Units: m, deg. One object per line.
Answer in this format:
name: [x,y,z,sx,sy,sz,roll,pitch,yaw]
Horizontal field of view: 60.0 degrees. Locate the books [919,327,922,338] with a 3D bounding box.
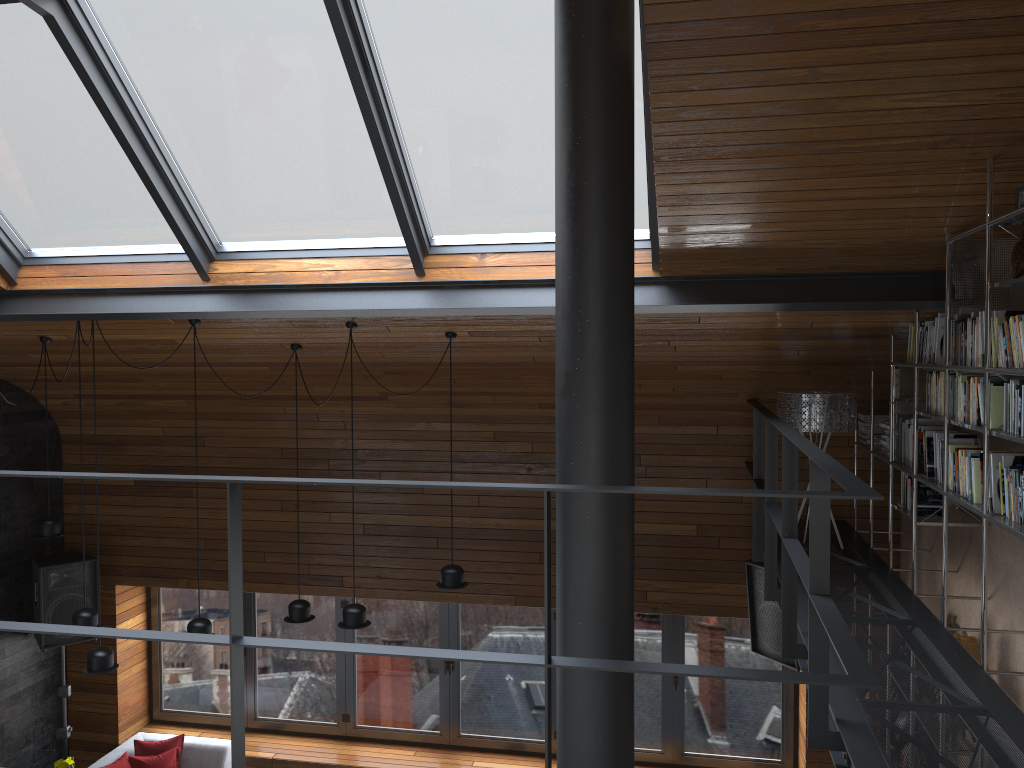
books: [2.255,-0.209,4.769,0.127,0.197,0.063,0,2,11]

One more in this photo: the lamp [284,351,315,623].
lamp: [-1.455,0.602,6.018,0.210,2.002,0.210,-2,3,-41]

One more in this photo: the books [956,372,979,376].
books: [2.154,0.051,4.147,0.143,0.218,0.020,0,2,11]

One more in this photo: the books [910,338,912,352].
books: [2.307,-0.214,4.974,0.131,0.178,0.057,0,2,11]

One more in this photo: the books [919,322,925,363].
books: [2.259,-0.218,4.715,0.161,0.220,0.074,0,2,11]

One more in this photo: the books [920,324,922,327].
books: [2.285,-0.219,4.781,0.177,0.214,0.064,0,2,12]

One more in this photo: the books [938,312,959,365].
books: [2.222,-0.230,4.480,0.143,0.264,0.088,0,2,11]

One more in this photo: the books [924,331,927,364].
books: [2.217,-0.192,4.633,0.112,0.173,0.054,0,2,11]

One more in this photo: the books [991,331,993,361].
books: [2.026,-0.157,3.612,0.131,0.180,0.042,0,2,11]

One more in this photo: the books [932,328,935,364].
books: [2.209,-0.202,4.512,0.123,0.201,0.071,0,2,11]

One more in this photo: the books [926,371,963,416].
books: [2.182,0.042,4.439,0.130,0.216,0.311,0,2,11]

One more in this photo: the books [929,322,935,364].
books: [2.214,-0.210,4.540,0.133,0.215,0.070,0,2,12]

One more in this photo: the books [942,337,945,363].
books: [2.174,-0.189,4.320,0.131,0.178,0.057,0,2,11]

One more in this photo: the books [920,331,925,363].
books: [2.221,-0.193,4.678,0.111,0.171,0.056,0,2,11]

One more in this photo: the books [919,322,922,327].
books: [2.284,-0.226,4.834,0.129,0.226,0.069,0,2,11]

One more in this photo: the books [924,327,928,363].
books: [2.226,-0.202,4.614,0.138,0.189,0.065,0,2,11]

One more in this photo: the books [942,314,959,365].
books: [2.214,-0.218,4.340,0.191,0.249,0.077,0,2,12]

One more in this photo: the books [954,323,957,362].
books: [2.138,-0.189,4.128,0.148,0.206,0.018,0,2,11]

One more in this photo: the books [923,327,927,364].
books: [2.215,-0.203,4.639,0.111,0.194,0.059,0,2,11]

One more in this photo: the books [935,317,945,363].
books: [2.168,-0.216,4.362,0.148,0.229,0.073,0,2,11]

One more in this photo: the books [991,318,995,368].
books: [2.030,-0.168,3.601,0.149,0.205,0.049,0,2,11]

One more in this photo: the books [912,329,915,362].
books: [2.310,-0.228,4.913,0.160,0.228,0.080,0,2,11]

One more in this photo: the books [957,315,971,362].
books: [2.119,-0.200,4.086,0.129,0.231,0.010,0,2,11]

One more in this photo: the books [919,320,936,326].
books: [2.284,-0.231,4.849,0.143,0.233,0.081,0,2,11]

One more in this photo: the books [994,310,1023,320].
books: [2.037,-0.182,3.590,0.148,0.233,0.053,0,2,11]

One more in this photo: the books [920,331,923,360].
books: [2.230,-0.195,4.703,0.112,0.173,0.054,0,2,11]

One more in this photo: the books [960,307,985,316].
books: [2.141,-0.219,4.097,0.143,0.268,0.020,0,2,11]

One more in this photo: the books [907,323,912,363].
books: [2.317,-0.234,5.008,0.148,0.229,0.073,0,2,11]

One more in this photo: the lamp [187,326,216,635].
lamp: [-2.030,0.632,5.715,0.210,2.034,0.210,-2,3,-41]

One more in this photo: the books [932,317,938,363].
books: [2.176,-0.217,4.408,0.148,0.229,0.073,0,2,11]

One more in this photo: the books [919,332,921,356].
books: [2.248,-0.195,4.762,0.119,0.169,0.058,0,2,11]

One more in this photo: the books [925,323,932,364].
books: [2.225,-0.211,4.597,0.137,0.213,0.068,0,2,11]

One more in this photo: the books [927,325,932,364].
books: [2.223,-0.206,4.584,0.131,0.202,0.068,0,2,11]

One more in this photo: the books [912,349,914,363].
books: [2.288,-0.215,4.895,0.130,0.202,0.063,0,2,11]

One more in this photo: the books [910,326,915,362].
books: [2.311,-0.225,4.958,0.149,0.202,0.067,0,2,11]

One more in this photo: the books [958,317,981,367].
books: [2.090,-0.188,3.980,0.131,0.216,0.509,0,2,11]

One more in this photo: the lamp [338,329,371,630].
lamp: [-1.004,0.570,5.594,0.210,1.911,0.210,-2,3,-41]

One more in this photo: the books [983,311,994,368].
books: [2.013,-0.183,3.630,0.148,0.233,0.053,0,2,11]

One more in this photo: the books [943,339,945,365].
books: [2.167,-0.207,4.281,0.148,0.233,0.053,0,2,11]

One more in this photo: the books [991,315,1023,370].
books: [1.953,-0.156,3.333,0.139,0.206,0.497,0,2,11]

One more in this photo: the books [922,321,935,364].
books: [2.224,-0.218,4.646,0.122,0.227,0.076,0,2,11]

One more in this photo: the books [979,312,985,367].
books: [2.022,-0.185,3.678,0.148,0.233,0.053,0,2,11]

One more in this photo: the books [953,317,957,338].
books: [2.159,-0.205,4.183,0.148,0.234,0.013,0,2,11]

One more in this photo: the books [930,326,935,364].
books: [2.214,-0.198,4.529,0.126,0.194,0.064,0,2,11]

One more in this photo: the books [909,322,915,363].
books: [2.328,-0.232,4.977,0.169,0.229,0.077,0,2,11]

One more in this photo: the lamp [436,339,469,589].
lamp: [-0.384,0.499,5.627,0.210,1.565,0.210,-2,3,-41]
